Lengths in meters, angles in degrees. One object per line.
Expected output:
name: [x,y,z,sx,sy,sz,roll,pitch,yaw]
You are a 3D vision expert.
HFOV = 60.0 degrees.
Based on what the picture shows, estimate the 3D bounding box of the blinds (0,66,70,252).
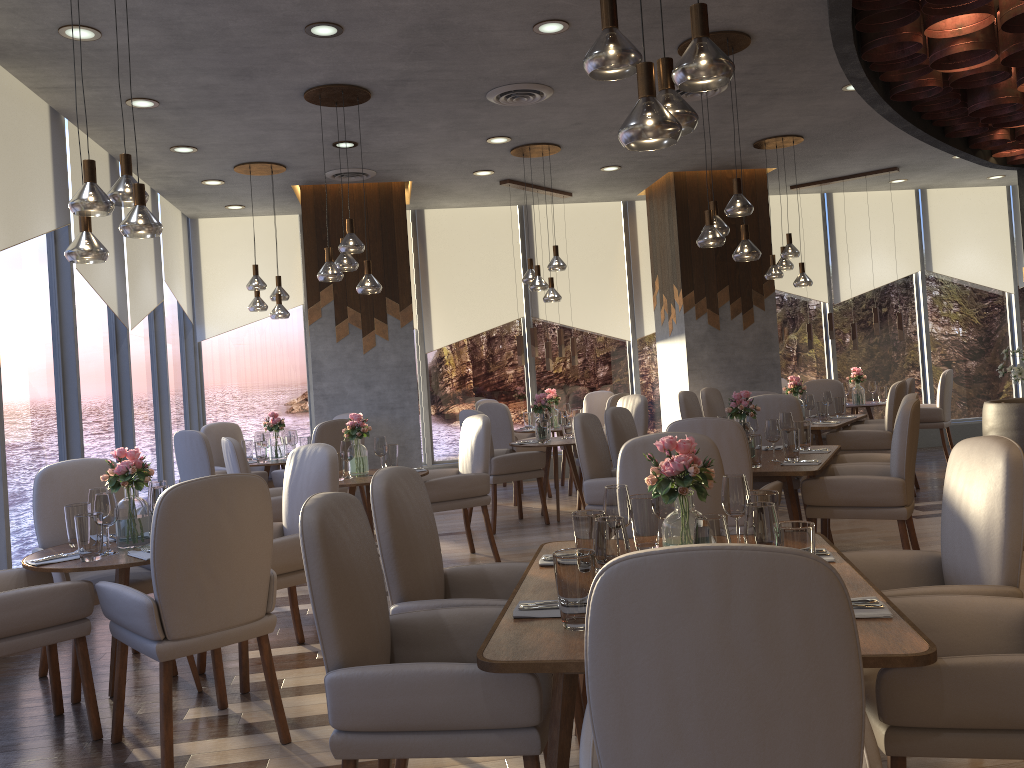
blinds: [-3.008,-2.067,5.499,0.007,2.682,1.172,-4,-1,-8]

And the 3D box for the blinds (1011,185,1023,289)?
blinds: [6.893,-2.578,11.292,1.173,2.682,0.007,-4,-1,-8]

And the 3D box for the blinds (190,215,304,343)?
blinds: [-2.985,-1.832,9.895,1.173,2.682,0.007,-4,-1,-8]

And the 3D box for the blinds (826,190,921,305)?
blinds: [4.431,-2.342,10.943,1.173,2.682,0.007,-4,-1,-8]

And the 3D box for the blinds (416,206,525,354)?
blinds: [-0.497,-1.719,10.239,1.173,2.682,0.007,-4,-1,-8]

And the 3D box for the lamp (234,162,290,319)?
lamp: [-2.149,-1.217,7.702,0.440,1.327,0.439,-3,-1,-41]

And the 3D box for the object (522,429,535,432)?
object: [0.229,0.468,9.098,0.157,0.019,0.255,-3,1,37]

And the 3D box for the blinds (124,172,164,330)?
blinds: [-3.333,-1.784,7.965,0.007,2.682,1.172,-4,-1,-8]

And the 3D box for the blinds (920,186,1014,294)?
blinds: [5.664,-2.427,11.117,1.173,2.682,0.007,-4,-1,-8]

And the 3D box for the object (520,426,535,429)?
object: [0.225,0.462,9.486,0.255,0.019,0.157,-3,1,35]

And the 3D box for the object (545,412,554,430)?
object: [0.381,0.378,9.046,0.102,0.178,0.102,-4,-1,-27]

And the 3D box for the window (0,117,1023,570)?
window: [-0.391,-0.644,7.434,8.051,3.200,16.136,-3,1,37]

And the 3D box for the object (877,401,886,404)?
object: [4.086,0.201,9.697,0.255,0.019,0.157,-3,1,31]

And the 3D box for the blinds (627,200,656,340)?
blinds: [1.967,-1.900,10.587,1.173,2.682,0.007,-4,-1,-8]

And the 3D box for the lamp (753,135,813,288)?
lamp: [2.451,-1.529,8.001,0.439,1.327,0.439,-3,-1,-23]

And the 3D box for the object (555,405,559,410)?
object: [0.457,0.334,9.459,0.092,0.244,0.092,-4,-1,0]

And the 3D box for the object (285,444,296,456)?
object: [-1.972,0.552,7.900,0.102,0.178,0.102,-4,-1,18]

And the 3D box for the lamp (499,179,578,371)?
lamp: [0.333,-1.105,9.313,0.118,1.932,1.162,-5,-1,37]

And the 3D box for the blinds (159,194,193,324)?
blinds: [-3.519,-1.982,9.204,0.007,2.682,1.172,-4,-1,-8]

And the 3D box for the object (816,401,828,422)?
object: [2.690,0.241,7.672,0.102,0.178,0.102,-4,-1,-18]

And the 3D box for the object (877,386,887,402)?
object: [4.119,0.116,9.860,0.102,0.178,0.102,-4,-1,-23]

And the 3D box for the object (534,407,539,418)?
object: [0.278,0.348,9.333,0.092,0.244,0.092,-3,-1,-30]

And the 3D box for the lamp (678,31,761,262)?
lamp: [1.279,-1.413,5.409,0.439,1.327,0.439,-4,-1,-3]

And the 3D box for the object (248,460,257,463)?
object: [-2.234,0.656,7.457,0.157,0.019,0.255,-3,1,43]

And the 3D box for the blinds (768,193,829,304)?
blinds: [3.196,-2.279,10.769,1.173,2.682,0.007,-4,-1,-8]

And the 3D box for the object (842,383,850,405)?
object: [3.738,0.108,9.916,0.092,0.244,0.092,-4,-1,15]

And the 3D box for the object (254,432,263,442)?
object: [-2.184,0.537,7.679,0.092,0.244,0.092,-4,-1,-6]

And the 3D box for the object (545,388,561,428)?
object: [0.424,0.253,9.327,0.210,0.416,0.198,-4,-1,4]

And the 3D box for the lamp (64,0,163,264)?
lamp: [-1.717,-1.188,3.748,0.439,1.327,0.439,-4,-1,-15]

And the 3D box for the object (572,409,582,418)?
object: [0.684,0.355,9.259,0.102,0.178,0.102,-4,-1,-5]

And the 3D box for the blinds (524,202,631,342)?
blinds: [0.736,-1.797,10.413,1.173,2.682,0.007,-4,-1,-8]

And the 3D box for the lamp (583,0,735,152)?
lamp: [0.381,-1.310,2.512,0.439,1.327,0.439,-4,-1,31]

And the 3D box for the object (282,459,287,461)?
object: [-1.822,0.629,7.451,0.255,0.019,0.157,-3,1,38]

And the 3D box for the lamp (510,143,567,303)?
lamp: [0.250,-1.377,7.707,0.439,1.327,0.439,-4,-1,-1]

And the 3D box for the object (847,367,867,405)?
object: [3.816,0.019,9.775,0.198,0.416,0.210,-3,-1,-31]

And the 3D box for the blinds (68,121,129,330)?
blinds: [-3.161,-1.778,6.729,0.007,2.682,1.172,-4,-1,-8]

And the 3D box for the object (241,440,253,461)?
object: [-2.291,0.577,7.678,0.102,0.178,0.102,-4,-1,3]

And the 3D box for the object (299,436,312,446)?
object: [-1.769,0.543,7.608,0.102,0.178,0.102,-3,-1,-36]

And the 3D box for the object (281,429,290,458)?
object: [-1.984,0.522,7.792,0.092,0.244,0.092,-4,-1,22]

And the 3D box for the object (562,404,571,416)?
object: [0.573,0.329,9.263,0.092,0.244,0.092,-5,-1,41]

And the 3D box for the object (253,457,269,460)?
object: [-2.230,0.651,7.834,0.255,0.019,0.157,-3,1,37]

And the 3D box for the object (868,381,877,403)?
object: [4.008,0.091,9.849,0.092,0.244,0.092,-4,-1,-17]

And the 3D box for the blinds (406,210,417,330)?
blinds: [-1.750,-1.917,10.069,1.173,2.682,0.007,-4,-1,-8]

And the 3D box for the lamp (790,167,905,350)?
lamp: [3.760,-1.342,9.881,1.160,1.932,0.118,-4,-1,37]

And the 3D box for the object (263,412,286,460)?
object: [-2.044,0.443,7.643,0.197,0.416,0.210,-4,-1,29]

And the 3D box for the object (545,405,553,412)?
object: [0.378,0.344,9.155,0.092,0.244,0.092,-3,-1,-34]

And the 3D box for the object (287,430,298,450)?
object: [-1.880,0.518,7.611,0.092,0.244,0.092,-3,-1,-27]

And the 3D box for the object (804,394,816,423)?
object: [2.578,0.215,7.670,0.092,0.244,0.092,-4,-1,-12]

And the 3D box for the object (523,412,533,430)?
object: [0.171,0.388,9.328,0.102,0.178,0.102,-4,-1,31]

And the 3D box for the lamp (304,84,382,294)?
lamp: [-1.116,-1.259,5.882,0.439,1.327,0.439,-4,-1,-6]

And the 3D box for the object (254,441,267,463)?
object: [-2.090,0.568,7.386,0.102,0.178,0.102,-4,-1,9]

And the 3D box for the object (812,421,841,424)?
object: [2.643,0.326,7.512,0.255,0.019,0.157,-3,1,36]
